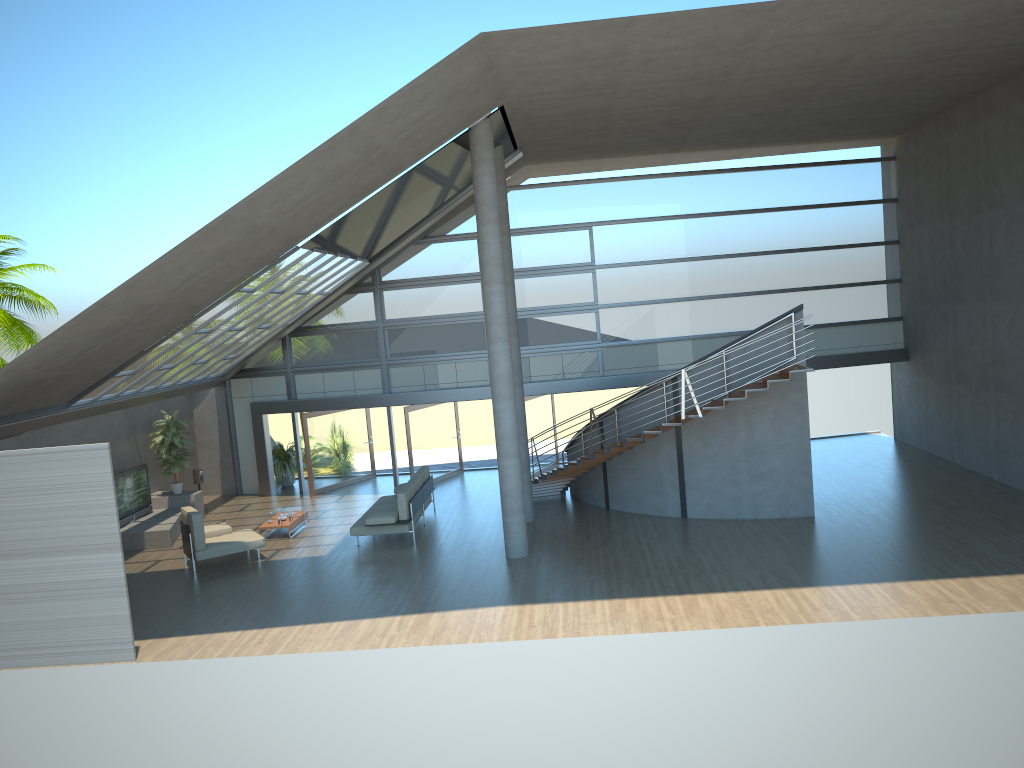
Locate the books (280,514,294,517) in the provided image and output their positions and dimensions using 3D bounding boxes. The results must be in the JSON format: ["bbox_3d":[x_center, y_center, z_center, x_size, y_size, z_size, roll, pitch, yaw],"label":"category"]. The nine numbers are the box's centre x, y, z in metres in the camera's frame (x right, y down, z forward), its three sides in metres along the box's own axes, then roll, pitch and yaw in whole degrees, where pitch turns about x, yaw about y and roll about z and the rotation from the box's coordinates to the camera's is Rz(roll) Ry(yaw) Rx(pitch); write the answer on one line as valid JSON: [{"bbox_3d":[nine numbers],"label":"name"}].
[{"bbox_3d":[-4.519,2.628,17.811,0.275,0.005,0.189,-6,5,-15],"label":"books"}]

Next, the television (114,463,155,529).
[{"bbox_3d":[-7.707,2.266,17.875,0.396,1.063,1.568,-5,5,4],"label":"television"}]

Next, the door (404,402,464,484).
[{"bbox_3d":[-1.835,1.372,21.179,0.200,1.977,2.298,-2,5,28],"label":"door"}]

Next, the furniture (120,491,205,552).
[{"bbox_3d":[-7.217,2.768,18.352,1.577,0.610,2.936,-5,5,4],"label":"furniture"}]

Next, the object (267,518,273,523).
[{"bbox_3d":[-4.698,2.654,17.202,0.102,0.086,0.100,-4,5,8],"label":"object"}]

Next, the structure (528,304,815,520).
[{"bbox_3d":[2.242,0.620,16.044,6.809,3.653,2.349,-1,6,42],"label":"structure"}]

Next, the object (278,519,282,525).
[{"bbox_3d":[-4.459,2.643,17.007,0.085,0.101,0.070,-5,5,3],"label":"object"}]

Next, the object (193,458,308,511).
[{"bbox_3d":[-8.906,2.781,17.892,7.863,0.982,21.345,-4,5,7],"label":"object"}]

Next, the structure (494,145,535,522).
[{"bbox_3d":[-0.065,-0.971,16.421,0.381,7.125,0.382,-9,6,-42],"label":"structure"}]

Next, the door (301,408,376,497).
[{"bbox_3d":[-4.187,1.533,21.652,0.200,1.977,2.298,-2,6,33],"label":"door"}]

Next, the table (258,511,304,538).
[{"bbox_3d":[-4.492,2.781,17.496,0.600,0.250,1.200,-5,5,4],"label":"table"}]

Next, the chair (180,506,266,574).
[{"bbox_3d":[-5.130,2.612,15.623,1.244,1.023,1.217,-8,6,-30],"label":"chair"}]

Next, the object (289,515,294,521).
[{"bbox_3d":[-4.294,2.609,17.243,0.070,0.101,0.085,-2,6,32],"label":"object"}]

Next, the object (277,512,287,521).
[{"bbox_3d":[-4.494,2.589,17.320,0.178,0.161,0.178,-10,7,-44],"label":"object"}]

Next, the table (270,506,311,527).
[{"bbox_3d":[-4.471,2.691,17.889,0.680,0.342,0.400,-5,5,4],"label":"table"}]

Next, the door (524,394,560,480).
[{"bbox_3d":[0.601,1.183,20.944,0.200,1.977,2.298,-3,5,25],"label":"door"}]

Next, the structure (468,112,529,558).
[{"bbox_3d":[-0.218,-0.762,14.109,0.381,7.125,0.382,-5,5,4],"label":"structure"}]

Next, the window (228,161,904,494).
[{"bbox_3d":[1.231,-1.192,20.730,16.616,6.630,1.098,-5,5,2],"label":"window"}]

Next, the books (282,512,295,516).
[{"bbox_3d":[-4.499,2.618,17.860,0.275,0.005,0.189,-6,5,-13],"label":"books"}]

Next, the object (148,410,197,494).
[{"bbox_3d":[-7.359,1.462,19.218,0.932,1.857,0.895,-9,6,-37],"label":"object"}]

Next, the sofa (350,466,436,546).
[{"bbox_3d":[-2.250,2.298,17.025,1.166,0.947,3.079,-5,5,4],"label":"sofa"}]
